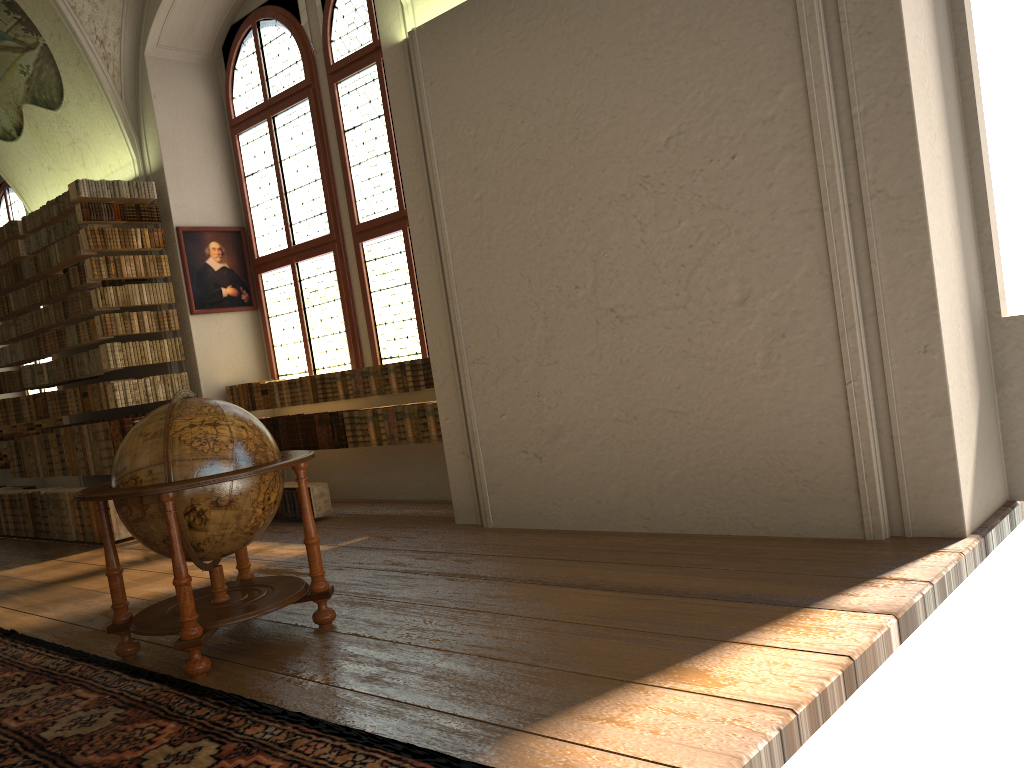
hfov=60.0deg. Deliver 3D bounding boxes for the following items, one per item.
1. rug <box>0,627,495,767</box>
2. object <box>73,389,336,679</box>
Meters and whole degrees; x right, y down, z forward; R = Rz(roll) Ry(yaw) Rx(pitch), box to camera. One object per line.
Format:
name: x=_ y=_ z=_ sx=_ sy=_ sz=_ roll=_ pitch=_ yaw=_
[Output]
rug: x=-10.927 y=2.644 z=9.781 sx=36.943 sy=0.064 sz=4.694 roll=-7 pitch=3 yaw=42
object: x=-1.712 y=0.745 z=4.974 sx=1.278 sy=1.450 sz=1.278 roll=-9 pitch=3 yaw=-10
